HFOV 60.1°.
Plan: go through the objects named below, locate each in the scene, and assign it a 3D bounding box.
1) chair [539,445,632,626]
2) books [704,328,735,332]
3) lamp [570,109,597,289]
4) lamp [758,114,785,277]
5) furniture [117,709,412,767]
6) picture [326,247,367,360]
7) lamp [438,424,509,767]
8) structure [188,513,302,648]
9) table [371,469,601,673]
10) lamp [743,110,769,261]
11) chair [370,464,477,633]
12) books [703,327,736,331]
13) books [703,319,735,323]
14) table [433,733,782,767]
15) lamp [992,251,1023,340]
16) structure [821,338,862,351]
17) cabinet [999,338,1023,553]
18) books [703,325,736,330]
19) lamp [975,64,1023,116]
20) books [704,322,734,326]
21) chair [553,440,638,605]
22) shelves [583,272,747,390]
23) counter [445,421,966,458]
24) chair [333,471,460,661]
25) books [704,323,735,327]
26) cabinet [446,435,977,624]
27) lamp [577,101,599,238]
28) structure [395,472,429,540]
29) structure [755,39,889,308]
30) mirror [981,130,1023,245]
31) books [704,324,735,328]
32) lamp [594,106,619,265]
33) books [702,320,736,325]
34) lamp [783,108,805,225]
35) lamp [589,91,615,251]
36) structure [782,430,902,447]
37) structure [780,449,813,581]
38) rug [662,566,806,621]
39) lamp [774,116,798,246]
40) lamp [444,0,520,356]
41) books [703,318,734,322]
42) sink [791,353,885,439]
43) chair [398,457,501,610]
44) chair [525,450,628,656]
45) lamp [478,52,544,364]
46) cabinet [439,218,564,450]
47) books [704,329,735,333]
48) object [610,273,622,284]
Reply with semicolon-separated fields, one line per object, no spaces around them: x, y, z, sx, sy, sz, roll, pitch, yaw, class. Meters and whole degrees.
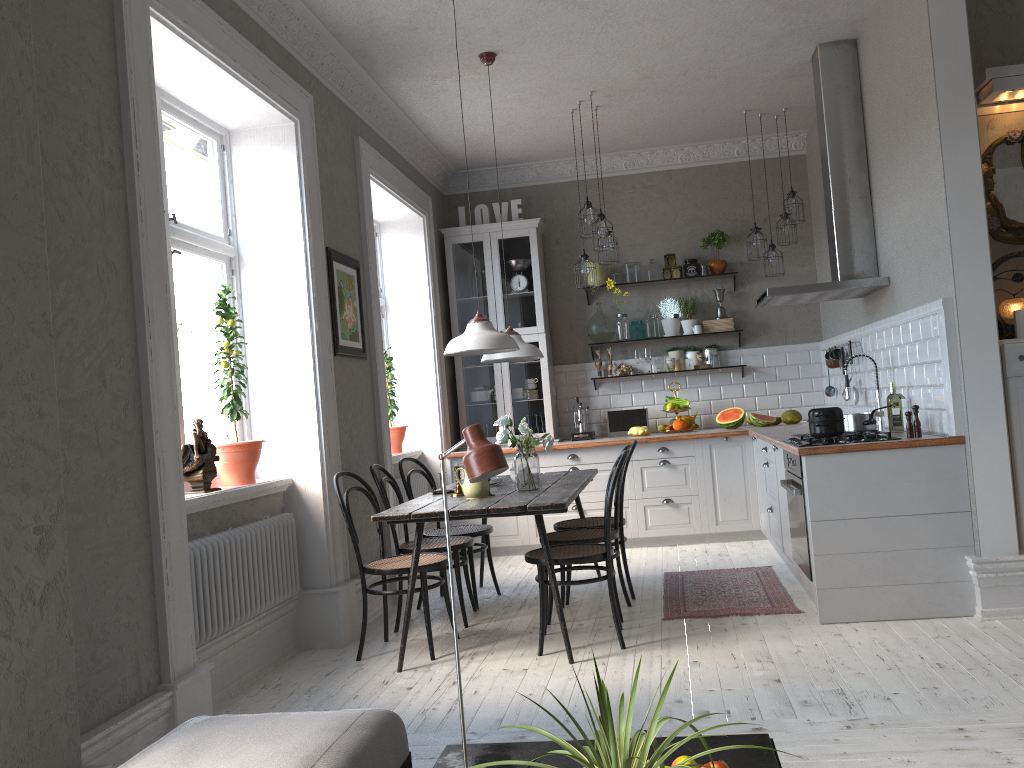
0.420;0.811;4.859;0.543;0.920;0.443;-5;-2;16;chair
1.780;-0.458;7.589;0.258;0.011;0.159;-5;-2;14;books
0.473;-1.563;6.447;0.149;1.735;0.144;-4;-2;-25;lamp
1.972;-1.707;6.913;0.149;1.735;0.144;-4;-2;-20;lamp
-0.605;1.022;1.857;0.580;0.476;0.832;-5;-2;9;furniture
-0.969;-0.459;5.231;0.020;0.619;0.524;-5;-2;10;picture
-0.098;0.514;2.038;0.246;0.839;0.141;-6;-2;44;lamp
-1.242;0.863;3.970;0.148;0.428;1.229;-5;-2;8;structure
-0.010;0.943;4.929;0.899;0.735;1.931;-5;-2;9;table
1.813;-1.820;6.800;0.143;1.735;0.150;-6;-2;40;lamp
-0.489;0.892;5.014;0.547;0.920;0.439;-5;-2;6;chair
1.779;-0.468;7.589;0.257;0.016;0.160;-5;-2;20;books
1.774;-0.533;7.591;0.258;0.016;0.159;-5;-2;17;books
0.139;1.052;1.632;0.844;0.303;1.318;-5;-2;9;table
2.551;-0.383;4.410;0.444;0.558;0.174;-5;-2;15;lamp
2.408;-0.274;6.498;0.094;0.053;1.092;-5;-2;10;structure
2.696;0.414;4.281;0.662;1.297;0.386;-5;-2;8;cabinet
1.778;-0.479;7.590;0.258;0.016;0.159;-5;-2;17;books
2.577;-1.496;4.473;0.413;0.171;0.221;-5;-2;8;lamp
1.775;-0.511;7.591;0.258;0.011;0.159;-5;-2;14;books
0.520;0.817;5.337;0.547;0.920;0.439;-5;-2;6;chair
1.315;-0.428;7.643;1.309;0.923;0.230;-5;-2;7;shelves
0.883;0.425;6.067;3.143;0.039;3.410;-5;-2;9;counter
-0.580;0.883;4.462;0.543;0.920;0.443;-5;-2;16;chair
1.776;-0.501;7.590;0.259;0.011;0.159;-5;-2;11;books
1.386;0.797;6.145;2.028;0.854;4.110;-4;-2;-35;cabinet
0.484;-1.909;6.290;0.147;1.735;0.146;-5;-2;-5;lamp
-0.810;0.902;6.483;0.148;0.428;1.229;-5;-2;8;structure
1.898;-1.350;5.707;0.709;1.595;0.716;-5;-2;8;structure
2.627;-1.017;4.541;0.530;0.593;0.071;-5;-2;7;mirror
1.777;-0.490;7.590;0.258;0.011;0.159;-5;-2;14;books
0.631;-1.736;6.425;0.147;1.735;0.146;-5;-2;-5;lamp
1.774;-0.522;7.591;0.257;0.016;0.160;-5;-2;20;books
2.105;-2.102;6.837;0.149;1.735;0.144;-4;-2;-20;lamp
0.561;-1.790;6.117;0.150;1.735;0.144;-4;-2;-35;lamp
1.708;0.280;4.646;0.493;0.031;0.609;-5;-2;9;structure
1.763;0.640;4.629;0.615;0.623;0.626;-5;-2;8;structure
1.244;1.204;5.185;0.732;0.014;1.297;-5;-2;9;rug
2.103;-1.968;7.007;0.150;1.735;0.143;-3;-2;-40;lamp
-0.226;-1.078;4.438;0.387;1.858;0.371;-3;-2;-44;lamp
1.773;-0.543;7.592;0.258;0.011;0.159;-5;-2;14;books
1.951;0.186;5.271;0.525;0.720;0.489;-5;-2;8;sink
-0.388;0.898;5.494;0.541;0.920;0.444;-5;-2;21;chair
0.333;0.803;4.329;0.547;0.920;0.439;-5;-2;6;chair
-0.073;-1.064;5.324;0.375;1.858;0.383;-5;-2;16;lamp
-0.080;-0.402;7.684;0.874;1.921;0.390;-5;-2;8;cabinet
1.781;-0.446;7.589;0.259;0.011;0.159;-5;-2;11;books
0.912;-0.904;7.706;0.102;0.111;0.104;-5;-2;8;object
